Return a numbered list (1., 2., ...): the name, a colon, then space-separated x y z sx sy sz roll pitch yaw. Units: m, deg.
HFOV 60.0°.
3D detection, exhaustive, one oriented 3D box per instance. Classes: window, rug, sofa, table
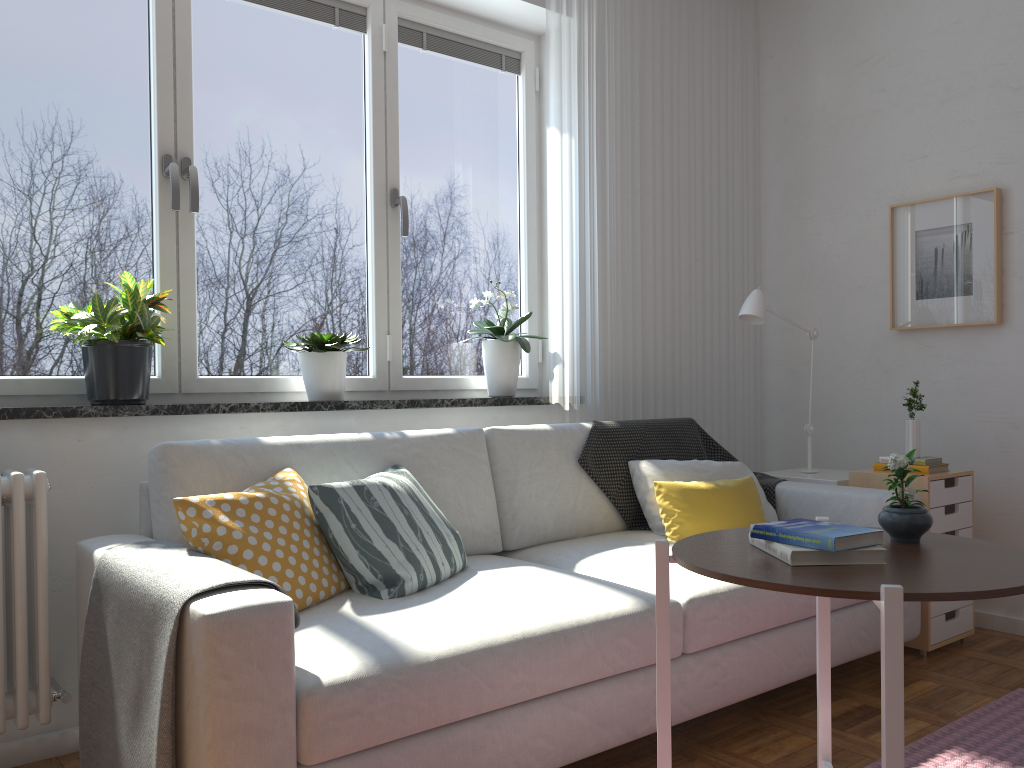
1. window: -1.052 -0.695 2.784 3.020 1.510 0.151 -1 1 -38
2. rug: 1.370 0.955 1.104 2.457 0.008 2.366 0 0 -38
3. sofa: 0.140 0.559 2.642 2.461 0.843 1.004 -1 0 -38
4. table: 0.599 0.626 1.564 0.617 0.688 0.618 -1 0 -40

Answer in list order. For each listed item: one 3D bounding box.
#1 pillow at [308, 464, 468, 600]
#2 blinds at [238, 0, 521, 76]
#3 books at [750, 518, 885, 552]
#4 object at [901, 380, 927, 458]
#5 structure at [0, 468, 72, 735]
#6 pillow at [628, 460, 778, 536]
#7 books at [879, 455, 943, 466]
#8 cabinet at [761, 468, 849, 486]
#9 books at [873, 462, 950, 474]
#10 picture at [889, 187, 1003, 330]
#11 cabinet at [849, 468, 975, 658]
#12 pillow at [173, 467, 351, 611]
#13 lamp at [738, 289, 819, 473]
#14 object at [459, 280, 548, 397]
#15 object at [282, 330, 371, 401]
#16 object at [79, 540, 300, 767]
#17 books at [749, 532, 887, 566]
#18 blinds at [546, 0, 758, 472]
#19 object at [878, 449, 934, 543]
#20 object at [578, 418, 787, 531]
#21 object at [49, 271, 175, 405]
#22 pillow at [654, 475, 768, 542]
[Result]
1. pillow: -0.313 0.379 2.370 0.309 0.289 0.469 -1 0 23
2. blinds: -1.081 -1.316 2.803 2.844 0.098 0.015 0 0 -38
3. books: 0.524 0.258 1.530 0.136 0.024 0.175 -1 0 -33
4. object: 1.497 0.129 3.299 0.081 0.287 0.085 -1 1 -32
5. structure: -1.542 0.529 1.992 0.972 0.624 0.224 -1 0 -38
6. pillow: 0.694 0.399 3.180 0.532 0.259 0.301 -1 0 -25
7. books: 1.491 0.284 3.313 0.136 0.024 0.175 0 0 -38
8. cabinet: 1.281 0.672 3.683 0.400 0.600 0.400 -1 1 -38
9. books: 1.495 0.310 3.318 0.164 0.028 0.210 0 0 -38
10. picture: 1.748 -0.492 3.592 0.050 0.524 0.431 -1 1 -38
11. cabinet: 1.498 0.646 3.324 0.349 0.643 0.301 -1 1 -38
12. pillow: -0.585 0.383 2.175 0.313 0.318 0.464 -1 0 19
13. lamp: 0.321 0.301 1.686 0.332 1.346 4.591 0 0 21
14. object: -0.070 -0.170 3.478 0.340 0.444 0.286 0 1 40
15. object: -0.625 -0.063 2.971 0.283 0.237 0.267 -1 0 33
16. object: -0.697 0.632 1.861 0.288 0.534 0.608 -1 0 -38
17. books: 0.528 0.284 1.554 0.162 0.026 0.209 -1 0 -3
18. blinds: 0.655 -0.470 3.781 1.292 2.887 0.055 -1 1 -38
19. object: 0.735 0.208 1.660 0.096 0.175 0.108 0 1 30
20. object: 0.680 0.453 3.362 0.677 0.648 0.978 -1 0 21
21. object: -1.142 -0.132 2.537 0.333 0.384 0.299 -1 0 -23
22. pillow: 0.672 0.415 2.970 0.401 0.194 0.211 -1 0 -21
